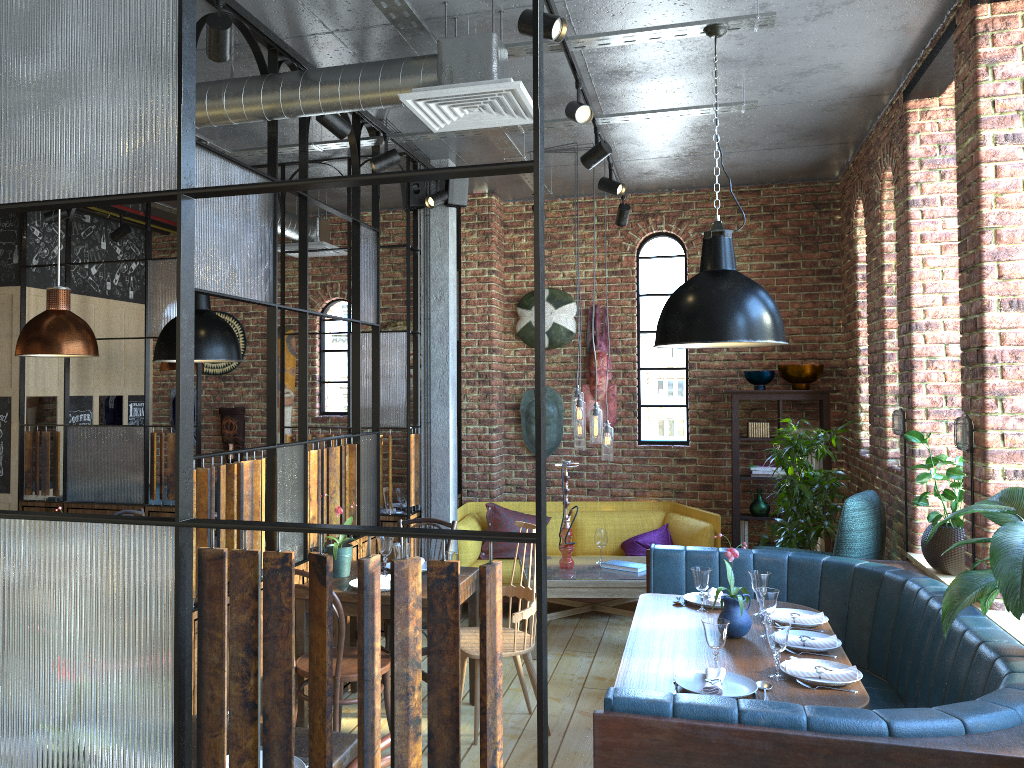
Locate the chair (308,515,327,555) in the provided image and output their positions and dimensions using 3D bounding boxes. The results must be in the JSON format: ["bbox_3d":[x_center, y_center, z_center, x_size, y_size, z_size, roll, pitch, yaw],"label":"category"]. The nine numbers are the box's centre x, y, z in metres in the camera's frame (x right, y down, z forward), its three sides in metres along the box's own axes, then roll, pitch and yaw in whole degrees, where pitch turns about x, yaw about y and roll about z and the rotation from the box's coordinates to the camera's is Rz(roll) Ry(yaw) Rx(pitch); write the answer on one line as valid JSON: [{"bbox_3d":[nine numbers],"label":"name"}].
[{"bbox_3d":[-1.393,1.264,5.340,0.522,0.916,0.404,0,-2,0],"label":"chair"}]

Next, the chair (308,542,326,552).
[{"bbox_3d":[-1.302,1.261,4.845,0.573,0.921,0.419,-1,-2,32],"label":"chair"}]

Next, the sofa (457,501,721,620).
[{"bbox_3d":[0.501,1.342,6.813,1.996,0.763,0.789,0,-1,0],"label":"sofa"}]

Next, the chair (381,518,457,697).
[{"bbox_3d":[-0.532,1.257,5.018,0.412,0.916,0.513,-1,-1,8],"label":"chair"}]

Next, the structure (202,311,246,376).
[{"bbox_3d":[-2.841,-0.390,8.420,0.677,0.619,0.077,-1,-2,15],"label":"structure"}]

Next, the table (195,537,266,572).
[{"bbox_3d":[-1.857,1.363,5.241,0.745,0.728,1.005,-1,-1,14],"label":"table"}]

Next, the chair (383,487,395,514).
[{"bbox_3d":[-0.995,1.231,6.374,0.538,1.006,0.449,0,-2,1],"label":"chair"}]

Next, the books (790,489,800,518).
[{"bbox_3d":[2.164,0.876,6.719,0.087,0.273,0.168,-1,-1,13],"label":"books"}]

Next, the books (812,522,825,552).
[{"bbox_3d":[2.310,1.177,6.671,0.086,0.273,0.185,-1,-1,13],"label":"books"}]

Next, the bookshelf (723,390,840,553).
[{"bbox_3d":[2.056,0.881,6.743,0.837,1.669,0.308,-1,-2,16],"label":"bookshelf"}]

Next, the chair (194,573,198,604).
[{"bbox_3d":[-1.597,1.256,3.750,0.538,0.916,0.392,-1,-2,20],"label":"chair"}]

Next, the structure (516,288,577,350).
[{"bbox_3d":[0.287,-0.553,7.468,0.545,0.521,0.143,-1,-2,16],"label":"structure"}]

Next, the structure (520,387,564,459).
[{"bbox_3d":[0.249,0.330,7.450,0.377,0.640,0.101,-1,-2,17],"label":"structure"}]

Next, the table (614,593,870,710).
[{"bbox_3d":[0.896,1.373,3.565,0.843,0.661,1.502,-1,-1,13],"label":"table"}]

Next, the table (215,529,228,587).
[{"bbox_3d":[-2.763,1.443,7.378,0.762,0.603,0.725,-1,-1,14],"label":"table"}]

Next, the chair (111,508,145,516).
[{"bbox_3d":[-2.269,1.269,5.582,0.538,0.916,0.392,-1,-2,20],"label":"chair"}]

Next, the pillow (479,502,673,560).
[{"bbox_3d":[0.491,1.142,6.858,1.507,0.454,0.397,0,-1,4],"label":"pillow"}]

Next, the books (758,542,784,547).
[{"bbox_3d":[2.037,1.270,6.718,0.311,0.088,0.238,0,-1,17],"label":"books"}]

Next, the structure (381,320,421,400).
[{"bbox_3d":[-0.963,-0.213,7.837,0.604,0.727,0.123,-1,-2,16],"label":"structure"}]

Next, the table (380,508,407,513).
[{"bbox_3d":[-0.949,1.369,6.932,0.769,0.727,0.732,-1,-1,14],"label":"table"}]

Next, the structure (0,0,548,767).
[{"bbox_3d":[-3.195,0.069,4.498,6.028,3.328,5.852,0,-1,-2],"label":"structure"}]

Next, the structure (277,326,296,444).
[{"bbox_3d":[-2.130,0.013,8.179,0.238,1.121,0.091,-1,-2,16],"label":"structure"}]

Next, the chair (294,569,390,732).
[{"bbox_3d":[-0.800,1.253,3.983,0.458,0.921,0.524,-2,-2,36],"label":"chair"}]

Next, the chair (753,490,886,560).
[{"bbox_3d":[1.623,1.160,5.199,1.079,1.098,0.770,-1,-2,38],"label":"chair"}]

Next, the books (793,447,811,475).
[{"bbox_3d":[2.208,0.583,6.727,0.127,0.258,0.159,-1,-1,14],"label":"books"}]

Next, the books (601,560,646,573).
[{"bbox_3d":[0.743,1.195,5.787,0.285,0.028,0.153,-1,0,38],"label":"books"}]

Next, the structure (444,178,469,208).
[{"bbox_3d":[-0.405,-1.365,6.153,0.158,0.268,0.192,1,-2,-36],"label":"structure"}]

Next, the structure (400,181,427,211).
[{"bbox_3d":[-0.701,-1.363,6.244,0.181,0.268,0.168,0,-1,-13],"label":"structure"}]

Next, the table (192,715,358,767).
[{"bbox_3d":[-0.858,1.342,2.200,0.769,0.727,0.732,-1,-1,14],"label":"table"}]

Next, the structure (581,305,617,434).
[{"bbox_3d":[0.729,-0.084,7.375,0.217,1.147,0.236,1,-2,-30],"label":"structure"}]

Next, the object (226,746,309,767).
[{"bbox_3d":[-0.635,0.951,2.174,0.277,0.051,0.315,0,0,17],"label":"object"}]

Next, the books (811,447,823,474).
[{"bbox_3d":[2.306,0.582,6.688,0.081,0.258,0.173,-1,-1,13],"label":"books"}]

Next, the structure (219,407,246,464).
[{"bbox_3d":[-2.641,0.547,8.308,0.267,0.655,0.156,-1,-2,15],"label":"structure"}]

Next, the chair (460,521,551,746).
[{"bbox_3d":[-0.072,1.215,4.405,0.441,1.006,0.546,0,-2,-15],"label":"chair"}]

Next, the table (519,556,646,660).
[{"bbox_3d":[0.541,1.464,5.828,0.937,0.508,0.749,0,-1,0],"label":"table"}]

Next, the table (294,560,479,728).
[{"bbox_3d":[-0.611,1.353,4.497,0.769,0.727,0.732,-1,-1,14],"label":"table"}]

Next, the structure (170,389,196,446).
[{"bbox_3d":[-3.166,0.323,8.485,0.332,0.559,0.111,-1,-2,16],"label":"structure"}]

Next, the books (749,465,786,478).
[{"bbox_3d":[1.971,0.673,6.775,0.276,0.080,0.174,0,-1,15],"label":"books"}]

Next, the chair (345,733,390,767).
[{"bbox_3d":[-0.502,1.241,2.090,0.573,0.921,0.419,-1,-2,32],"label":"chair"}]

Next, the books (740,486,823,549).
[{"bbox_3d":[2.054,1.028,6.746,0.601,0.575,0.186,-1,-2,15],"label":"books"}]
